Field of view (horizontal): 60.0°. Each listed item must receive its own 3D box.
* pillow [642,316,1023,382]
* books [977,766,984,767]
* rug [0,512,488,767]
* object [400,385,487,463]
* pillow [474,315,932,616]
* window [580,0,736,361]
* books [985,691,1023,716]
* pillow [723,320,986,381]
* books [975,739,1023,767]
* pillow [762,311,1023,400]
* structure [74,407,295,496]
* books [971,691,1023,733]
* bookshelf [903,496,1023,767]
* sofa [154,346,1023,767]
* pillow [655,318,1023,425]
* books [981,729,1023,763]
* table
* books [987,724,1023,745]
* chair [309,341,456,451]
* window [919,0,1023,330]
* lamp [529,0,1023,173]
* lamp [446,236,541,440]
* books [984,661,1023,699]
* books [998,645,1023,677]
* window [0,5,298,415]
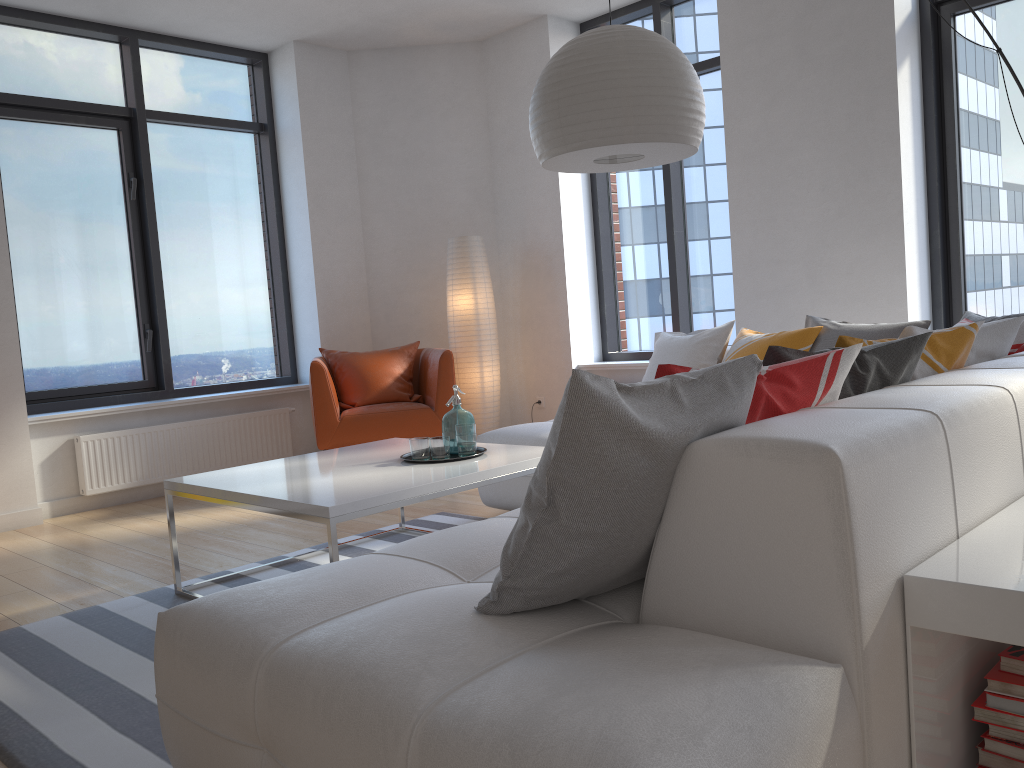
[{"bbox_3d":[0.980,-0.027,3.573,0.580,0.456,2.156,-6,4,-19],"label":"pillow"},{"bbox_3d":[0.960,0.662,1.524,0.227,0.032,0.301,0,6,45],"label":"books"},{"bbox_3d":[-0.575,0.759,3.085,1.662,0.016,2.326,0,6,44],"label":"rug"},{"bbox_3d":[-0.268,0.143,3.354,0.330,0.265,0.330,-6,4,-21],"label":"object"},{"bbox_3d":[0.734,0.053,2.666,0.647,0.453,2.953,-2,5,32],"label":"pillow"},{"bbox_3d":[1.090,-1.369,5.962,1.310,2.402,0.170,0,6,45],"label":"window"},{"bbox_3d":[0.956,0.520,1.530,0.269,0.028,0.179,-8,5,-44],"label":"books"},{"bbox_3d":[1.021,0.010,3.258,0.630,0.440,2.095,-4,4,2],"label":"pillow"},{"bbox_3d":[0.963,0.627,1.539,0.259,0.034,0.206,-8,5,-42],"label":"books"},{"bbox_3d":[1.260,0.013,2.738,0.608,0.436,2.120,-1,5,40],"label":"pillow"},{"bbox_3d":[-2.042,0.460,5.762,0.110,0.460,1.474,0,6,45],"label":"structure"},{"bbox_3d":[0.944,0.548,1.542,0.191,0.028,0.261,0,6,45],"label":"books"},{"bbox_3d":[1.657,0.409,2.179,0.356,0.500,2.600,0,6,45],"label":"bookshelf"},{"bbox_3d":[0.412,0.327,3.032,2.614,0.732,3.424,0,6,45],"label":"sofa"},{"bbox_3d":[1.040,0.072,2.503,0.575,0.449,2.250,-1,5,42],"label":"pillow"},{"bbox_3d":[0.960,0.599,1.525,0.266,0.026,0.187,-8,5,-39],"label":"books"},{"bbox_3d":[-0.514,0.515,3.321,1.091,0.435,1.091,0,6,45],"label":"table"},{"bbox_3d":[0.961,0.573,1.535,0.182,0.025,0.257,0,6,45],"label":"books"},{"bbox_3d":[-0.851,0.166,5.787,0.896,0.858,0.843,-5,4,-13],"label":"chair"},{"bbox_3d":[2.726,-1.381,4.344,1.310,2.402,0.170,0,6,45],"label":"window"},{"bbox_3d":[1.647,-0.749,3.322,3.199,2.647,0.710,-5,4,-9],"label":"lamp"},{"bbox_3d":[-0.054,-0.268,6.198,0.804,1.550,0.502,-4,4,5],"label":"lamp"},{"bbox_3d":[0.951,0.495,1.530,0.178,0.025,0.254,0,6,44],"label":"books"},{"bbox_3d":[0.960,0.468,1.527,0.206,0.029,0.152,-8,5,-39],"label":"books"},{"bbox_3d":[-2.417,-1.097,5.863,0.170,2.402,1.960,0,6,45],"label":"window"}]
